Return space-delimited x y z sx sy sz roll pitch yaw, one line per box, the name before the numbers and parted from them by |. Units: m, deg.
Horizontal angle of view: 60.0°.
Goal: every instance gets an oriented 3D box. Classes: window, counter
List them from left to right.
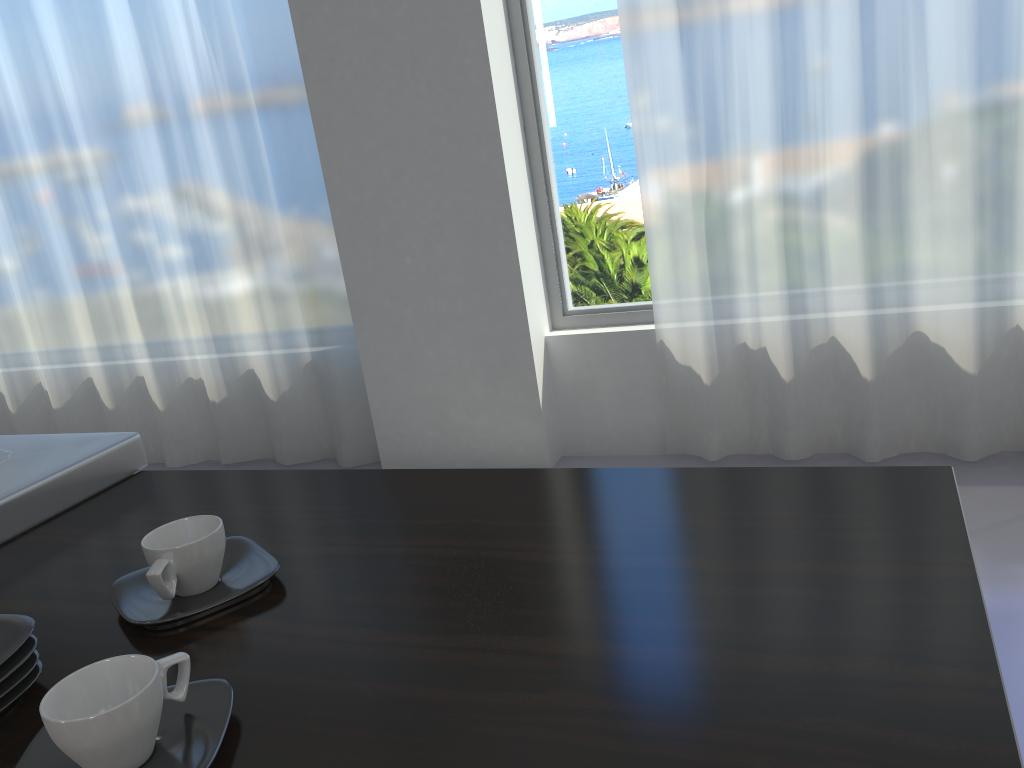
counter | -1.256 0.533 1.035 3.291 1.300 1.302 -3 16 22
window | 1.379 -1.485 2.688 3.000 2.500 0.100 -3 16 22

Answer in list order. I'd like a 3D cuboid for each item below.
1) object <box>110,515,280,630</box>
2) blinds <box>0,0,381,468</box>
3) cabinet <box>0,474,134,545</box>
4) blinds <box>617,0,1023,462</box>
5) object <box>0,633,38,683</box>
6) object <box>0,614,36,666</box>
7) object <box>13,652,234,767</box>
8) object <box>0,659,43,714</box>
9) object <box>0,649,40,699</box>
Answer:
object | -0.322 0.179 0.890 0.153 0.069 0.153 -19 18 -32
blinds | -2.288 -1.079 4.024 3.245 3.112 0.120 -3 16 22
cabinet | -1.229 0.750 1.085 3.285 0.852 1.377 -3 16 22
blinds | 1.655 -1.255 2.404 2.830 3.112 0.120 -3 16 22
object | -0.532 0.262 0.720 0.232 0.020 0.232 -1 17 26
object | -0.673 0.176 0.836 0.269 0.147 0.646 -22 20 -40
object | -0.284 0.244 0.628 0.153 0.069 0.153 -10 15 -3
object | -0.529 0.281 0.725 0.232 0.020 0.232 0 18 30
object | -0.530 0.272 0.722 0.232 0.020 0.232 0 18 30
